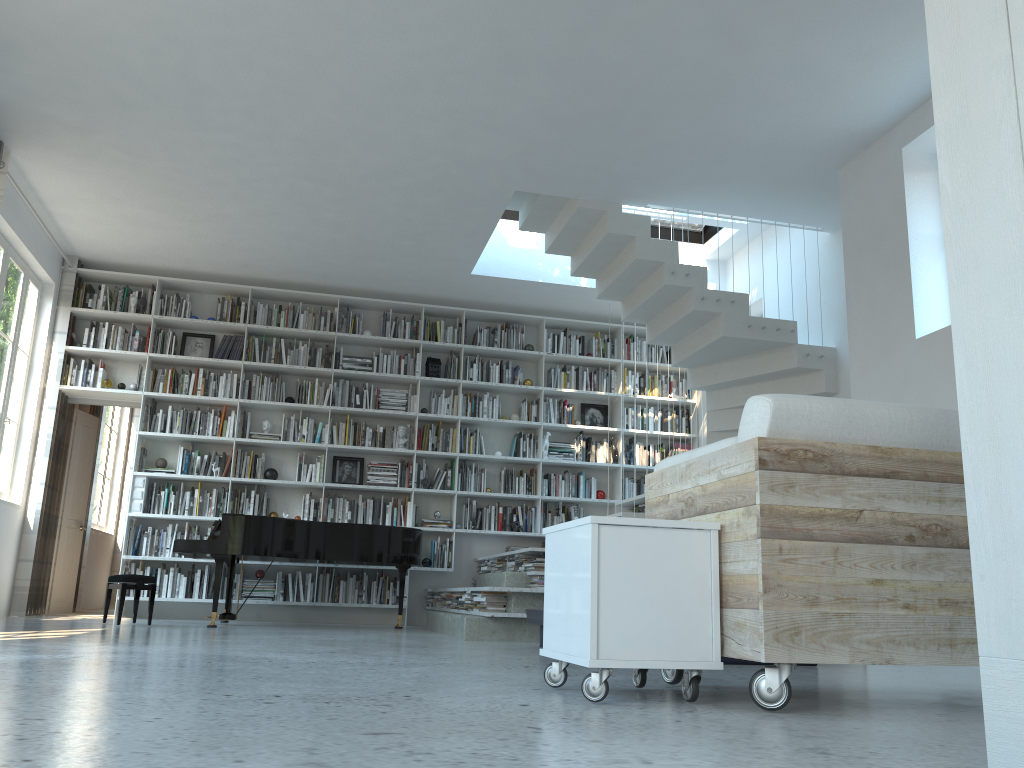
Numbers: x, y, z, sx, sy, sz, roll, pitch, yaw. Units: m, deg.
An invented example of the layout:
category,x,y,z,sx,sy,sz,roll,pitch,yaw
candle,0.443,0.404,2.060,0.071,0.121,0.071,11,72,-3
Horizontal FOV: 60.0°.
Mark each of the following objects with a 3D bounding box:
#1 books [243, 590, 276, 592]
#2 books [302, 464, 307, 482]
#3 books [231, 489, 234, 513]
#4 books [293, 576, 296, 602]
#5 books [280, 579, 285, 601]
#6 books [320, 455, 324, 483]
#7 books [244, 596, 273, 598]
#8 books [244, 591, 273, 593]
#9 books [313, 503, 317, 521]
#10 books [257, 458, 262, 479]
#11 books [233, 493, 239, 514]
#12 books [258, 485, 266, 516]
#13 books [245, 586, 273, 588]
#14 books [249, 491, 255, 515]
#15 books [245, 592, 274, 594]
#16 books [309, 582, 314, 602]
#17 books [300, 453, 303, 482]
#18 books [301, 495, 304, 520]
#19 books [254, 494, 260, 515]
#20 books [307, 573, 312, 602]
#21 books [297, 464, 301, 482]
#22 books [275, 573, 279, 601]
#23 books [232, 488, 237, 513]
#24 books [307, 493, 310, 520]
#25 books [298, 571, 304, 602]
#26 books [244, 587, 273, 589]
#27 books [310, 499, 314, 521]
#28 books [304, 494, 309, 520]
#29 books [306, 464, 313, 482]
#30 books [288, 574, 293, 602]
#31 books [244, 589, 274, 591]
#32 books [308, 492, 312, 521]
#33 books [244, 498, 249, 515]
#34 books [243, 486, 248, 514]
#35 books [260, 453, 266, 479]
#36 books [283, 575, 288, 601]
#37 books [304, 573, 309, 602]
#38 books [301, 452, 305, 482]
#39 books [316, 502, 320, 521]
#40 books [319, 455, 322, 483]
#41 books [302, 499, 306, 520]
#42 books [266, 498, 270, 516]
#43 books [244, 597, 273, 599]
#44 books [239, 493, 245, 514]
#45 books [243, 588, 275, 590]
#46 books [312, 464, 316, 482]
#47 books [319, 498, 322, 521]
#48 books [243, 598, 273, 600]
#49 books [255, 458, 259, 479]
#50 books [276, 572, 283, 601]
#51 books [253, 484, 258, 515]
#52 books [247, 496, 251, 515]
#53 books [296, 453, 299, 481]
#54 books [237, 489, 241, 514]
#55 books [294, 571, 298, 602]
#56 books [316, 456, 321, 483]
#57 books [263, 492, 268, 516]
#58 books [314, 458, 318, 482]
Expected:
category,x,y,z,sx,sy,sz,roll,pitch,yaw
books,-2.325,1.904,8.154,0.285,0.007,0.160,6,-14,-17
books,-1.984,0.871,8.482,0.030,0.182,0.155,5,-14,-12
books,-2.604,1.127,8.272,0.013,0.275,0.147,5,-14,-12
books,-2.015,1.900,8.224,0.011,0.231,0.174,5,-14,-12
books,-2.122,1.906,8.199,0.029,0.201,0.178,5,-14,-12
books,-1.826,0.831,8.507,0.021,0.281,0.162,5,-14,-12
books,-2.330,1.959,8.150,0.254,0.007,0.161,5,-14,-11
books,-2.327,1.912,8.161,0.254,0.007,0.161,5,-14,-11
books,-1.875,1.232,8.433,0.031,0.194,0.142,5,-14,-12
books,-2.386,0.815,8.379,0.028,0.215,0.175,5,-14,-12
books,-2.568,1.145,8.263,0.030,0.238,0.157,5,-14,-12
books,-2.351,1.120,8.318,0.050,0.327,0.167,5,-14,-12
books,-2.328,1.869,8.171,0.254,0.005,0.161,5,-14,-13
books,-2.429,1.142,8.293,0.027,0.268,0.185,5,-14,-12
books,-2.326,1.924,8.152,0.254,0.007,0.161,6,-14,-16
books,-1.869,1.939,8.255,0.024,0.179,0.172,5,-14,-12
books,-2.014,0.814,8.484,0.011,0.291,0.156,5,-14,-12
books,-1.984,1.191,8.404,0.012,0.253,0.161,5,-14,-12
books,-2.394,1.163,8.315,0.029,0.240,0.136,5,-14,-12
books,-1.887,1.894,8.243,0.024,0.259,0.190,5,-14,-12
books,-2.030,0.861,8.457,0.025,0.185,0.154,5,-14,-12
books,-2.172,1.875,8.191,0.012,0.253,0.161,5,-14,-12
books,-2.589,1.123,8.266,0.013,0.282,0.147,5,-14,-12
books,-1.933,1.185,8.421,0.010,0.276,0.156,5,-14,-12
books,-1.962,1.885,8.246,0.073,0.275,0.181,5,-14,-12
books,-2.329,1.880,8.170,0.254,0.005,0.161,5,-14,-12
books,-1.899,1.212,8.410,0.029,0.220,0.153,5,-14,-12
books,-1.948,1.184,8.403,0.027,0.268,0.159,5,-14,-12
books,-1.939,0.868,8.478,0.057,0.188,0.156,5,-14,-12
books,-2.051,1.887,8.221,0.062,0.252,0.178,5,-14,-12
books,-2.326,1.899,8.164,0.254,0.007,0.161,5,-14,-11
books,-1.921,1.179,8.422,0.014,0.290,0.132,5,-13,-12
books,-2.477,1.175,8.282,0.024,0.195,0.157,5,-14,-12
books,-2.493,1.115,8.286,0.014,0.312,0.166,5,-14,-12
books,-2.361,0.797,8.405,0.028,0.265,0.145,5,-14,-12
books,-2.096,1.893,8.220,0.028,0.237,0.136,5,-14,-12
books,-1.918,1.900,8.268,0.025,0.258,0.133,5,-14,-12
books,-2.002,0.811,8.484,0.012,0.297,0.166,5,-14,-12
books,-1.845,1.228,8.427,0.024,0.200,0.159,5,-14,-12
books,-1.841,0.830,8.500,0.011,0.278,0.188,5,-14,-12
books,-1.973,1.208,8.411,0.015,0.225,0.148,5,-14,-12
books,-2.294,1.185,8.331,0.023,0.211,0.160,5,-14,-12
books,-2.331,1.966,8.151,0.254,0.007,0.161,5,-14,-12
books,-2.522,1.145,8.274,0.042,0.247,0.163,5,-14,-12
books,-2.327,1.886,8.170,0.285,0.007,0.160,5,-14,-12
books,-1.900,0.873,8.491,0.024,0.187,0.173,5,-14,-12
books,-1.830,1.216,8.461,0.019,0.241,0.107,5,-13,-12
books,-2.329,1.971,8.141,0.254,0.007,0.161,4,-14,-9
books,-2.406,0.819,8.377,0.011,0.207,0.180,5,-14,-12
books,-2.154,1.875,8.212,0.031,0.265,0.145,5,-14,-12
books,-2.414,1.115,8.329,0.013,0.338,0.138,5,-13,-12
books,-2.454,1.167,8.285,0.021,0.214,0.172,5,-14,-12
books,-2.048,0.813,8.469,0.012,0.284,0.160,5,-14,-12
books,-2.545,1.129,8.263,0.012,0.271,0.181,5,-14,-12
books,-2.002,1.879,8.224,0.012,0.274,0.180,5,-14,-12
books,-1.862,0.835,8.504,0.027,0.269,0.178,5,-14,-12
books,-2.314,1.155,8.317,0.027,0.260,0.163,5,-14,-12
books,-1.880,0.844,8.491,0.012,0.244,0.171,5,-14,-12
